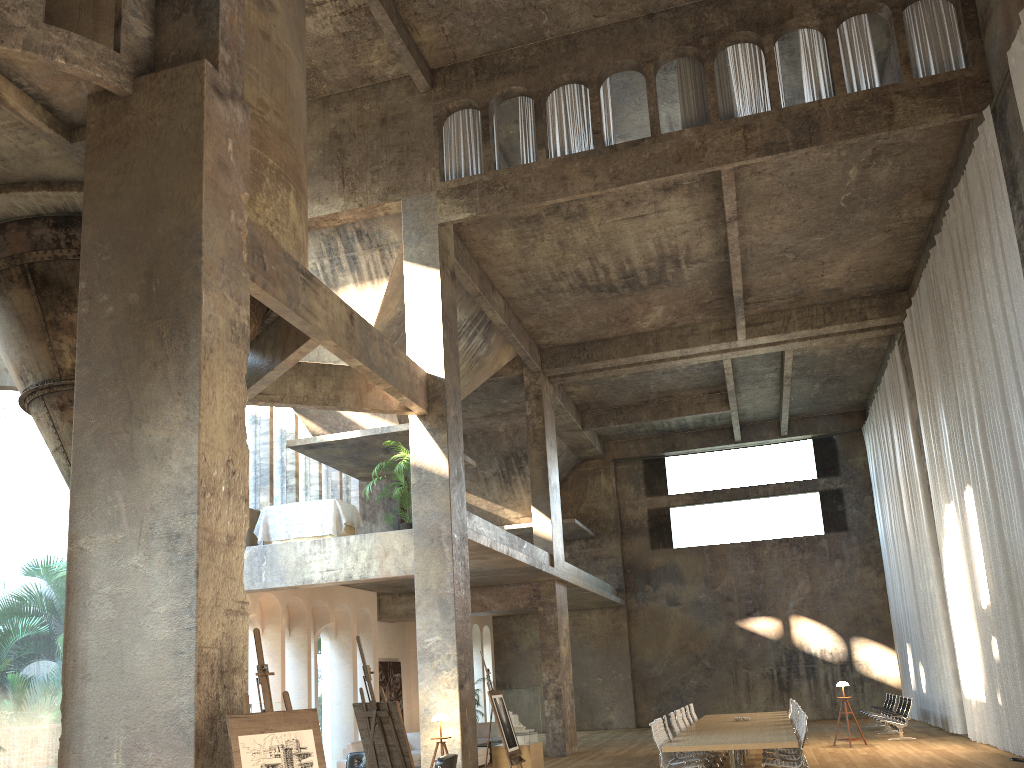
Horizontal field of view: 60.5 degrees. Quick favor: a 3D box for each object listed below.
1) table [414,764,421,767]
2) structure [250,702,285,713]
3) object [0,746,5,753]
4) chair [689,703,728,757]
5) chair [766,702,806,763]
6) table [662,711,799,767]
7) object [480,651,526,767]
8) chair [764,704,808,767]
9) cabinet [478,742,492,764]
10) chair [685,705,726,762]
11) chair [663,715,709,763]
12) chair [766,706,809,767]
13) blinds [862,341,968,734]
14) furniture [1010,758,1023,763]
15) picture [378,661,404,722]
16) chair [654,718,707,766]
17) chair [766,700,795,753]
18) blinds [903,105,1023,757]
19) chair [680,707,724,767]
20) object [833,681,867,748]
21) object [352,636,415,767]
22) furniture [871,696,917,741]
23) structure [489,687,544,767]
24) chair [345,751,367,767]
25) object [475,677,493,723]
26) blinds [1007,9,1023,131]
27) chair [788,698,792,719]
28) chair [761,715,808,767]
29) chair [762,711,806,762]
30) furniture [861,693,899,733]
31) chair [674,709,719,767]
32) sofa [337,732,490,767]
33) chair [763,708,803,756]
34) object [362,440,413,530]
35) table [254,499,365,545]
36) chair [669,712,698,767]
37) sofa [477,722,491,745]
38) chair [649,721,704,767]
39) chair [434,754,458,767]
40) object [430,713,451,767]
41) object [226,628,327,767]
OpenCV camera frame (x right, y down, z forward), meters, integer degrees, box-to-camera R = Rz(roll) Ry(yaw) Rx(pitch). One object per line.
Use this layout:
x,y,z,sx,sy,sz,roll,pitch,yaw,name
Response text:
-1.531,7.105,16.092,0.863,0.239,0.380,-8,-17,15,table
-3.938,5.701,13.505,0.597,1.502,0.762,-7,-14,15,structure
-5.330,3.360,8.365,0.863,0.912,0.706,-8,-15,17,object
3.868,6.831,17.380,0.703,0.995,0.681,-9,-15,20,chair
4.720,6.102,15.378,0.702,0.995,0.683,-7,-15,14,chair
3.688,5.865,14.114,1.607,0.736,7.931,-8,-19,14,table
-0.163,4.880,12.552,0.687,2.083,0.719,-7,-13,14,object
4.472,5.815,14.494,0.703,0.995,0.682,-9,-15,20,chair
-0.430,8.028,19.185,0.397,0.358,1.605,-7,-19,14,cabinet
3.603,6.542,16.484,0.703,0.995,0.682,-8,-15,18,chair
2.592,5.436,13.055,0.702,0.995,0.683,-7,-15,14,chair
4.225,5.547,13.663,0.704,0.995,0.681,-10,-15,23,chair
9.968,4.250,22.485,0.276,8.387,8.047,-6,-15,13,blinds
5.242,3.853,8.579,0.711,0.816,1.924,-7,-18,14,furniture
-2.933,7.564,21.115,0.070,1.718,1.544,-6,-15,14,picture
2.363,5.173,12.244,0.704,0.995,0.681,-10,-15,23,chair
4.958,6.363,16.187,0.704,0.995,0.681,-10,-15,23,chair
7.563,1.606,14.292,0.276,8.387,8.041,-7,-15,15,blinds
3.350,6.262,15.616,0.703,0.995,0.682,-9,-15,20,chair
6.710,6.704,17.870,0.664,1.259,0.582,8,-17,-40,object
-1.127,3.265,7.634,0.691,2.083,0.715,8,-17,-42,object
8.302,7.284,19.198,0.711,0.816,1.924,-7,-18,14,furniture
0.080,5.414,13.346,0.597,1.502,0.762,-7,-14,15,structure
-1.835,4.974,10.741,0.731,0.866,0.846,-6,-15,9,chair
-1.163,8.570,22.844,1.411,1.759,1.389,-9,-16,20,object
5.165,-1.031,6.125,0.276,8.387,8.041,-7,-15,15,blinds
5.169,6.631,17.011,0.703,0.995,0.682,-9,-15,20,chair
0.756,5.138,11.847,13.004,1.001,32.390,-8,-19,14,chair
3.726,4.992,11.945,0.703,0.995,0.682,-8,-15,18,chair
8.964,8.013,21.455,0.711,0.816,1.924,-7,-18,14,furniture
3.104,5.988,14.766,0.704,0.995,0.681,-10,-15,23,chair
-1.844,7.270,17.246,2.073,0.700,3.011,-8,-19,14,sofa
3.979,5.273,12.813,0.703,0.995,0.682,-9,-15,20,chair
-1.664,1.697,14.645,1.411,1.755,1.389,-9,-16,20,object
-3.482,2.484,15.136,1.757,0.778,1.146,-8,-17,15,table
2.857,5.719,13.935,0.703,0.995,0.682,-9,-15,20,chair
-0.679,8.553,21.217,2.076,0.700,1.101,-8,-17,14,sofa
2.157,4.905,11.418,0.703,0.995,0.682,-9,-15,20,chair
-1.028,4.598,9.774,0.823,0.866,0.751,-6,-15,11,chair
-1.035,5.124,11.900,0.573,1.259,0.675,-7,-14,15,object
-1.549,2.673,5.821,0.696,2.083,0.710,-14,-17,40,object
